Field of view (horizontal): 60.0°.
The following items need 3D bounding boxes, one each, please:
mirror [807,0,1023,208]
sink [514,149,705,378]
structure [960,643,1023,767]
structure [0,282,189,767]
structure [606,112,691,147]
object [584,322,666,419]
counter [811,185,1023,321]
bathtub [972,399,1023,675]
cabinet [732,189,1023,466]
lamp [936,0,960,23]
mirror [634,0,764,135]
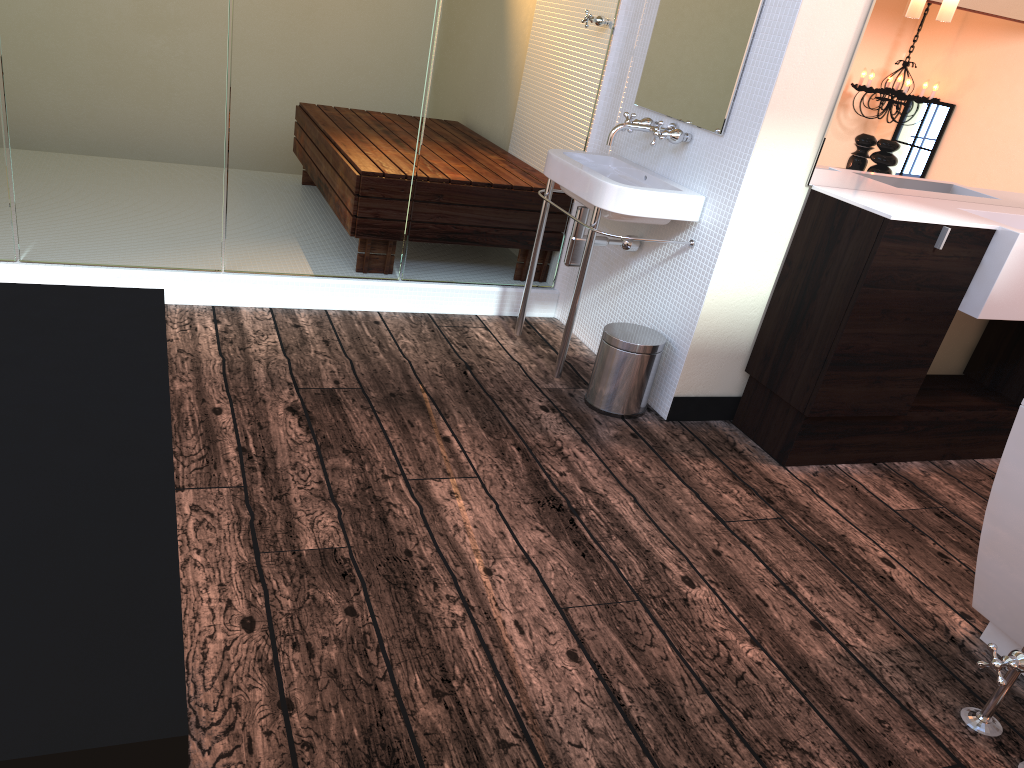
[{"bbox_3d":[2.573,-1.498,2.939,3.234,1.873,0.011,0,29,-22],"label":"mirror"},{"bbox_3d":[0.289,-0.469,3.222,0.346,0.797,0.670,-1,29,-22],"label":"sink"},{"bbox_3d":[1.298,0.347,1.665,0.554,1.138,0.378,7,27,-9],"label":"structure"},{"bbox_3d":[-0.797,0.430,0.959,0.800,0.874,0.856,0,28,-22],"label":"structure"},{"bbox_3d":[0.439,-0.939,2.976,0.236,0.124,0.293,0,28,-22],"label":"structure"},{"bbox_3d":[0.391,-0.054,3.073,0.221,0.311,0.221,26,30,27],"label":"object"},{"bbox_3d":[1.839,-0.450,2.990,1.855,0.301,0.435,0,28,-22],"label":"counter"},{"bbox_3d":[2.157,0.527,2.090,2.216,0.705,0.786,0,28,-22],"label":"bathtub"},{"bbox_3d":[1.773,-0.172,3.162,1.855,0.937,0.380,0,29,-22],"label":"cabinet"},{"bbox_3d":[1.250,-1.317,2.452,0.131,0.371,0.082,0,29,-22],"label":"lamp"},{"bbox_3d":[0.662,-1.563,2.702,0.011,1.297,0.594,-1,29,-22],"label":"mirror"}]
